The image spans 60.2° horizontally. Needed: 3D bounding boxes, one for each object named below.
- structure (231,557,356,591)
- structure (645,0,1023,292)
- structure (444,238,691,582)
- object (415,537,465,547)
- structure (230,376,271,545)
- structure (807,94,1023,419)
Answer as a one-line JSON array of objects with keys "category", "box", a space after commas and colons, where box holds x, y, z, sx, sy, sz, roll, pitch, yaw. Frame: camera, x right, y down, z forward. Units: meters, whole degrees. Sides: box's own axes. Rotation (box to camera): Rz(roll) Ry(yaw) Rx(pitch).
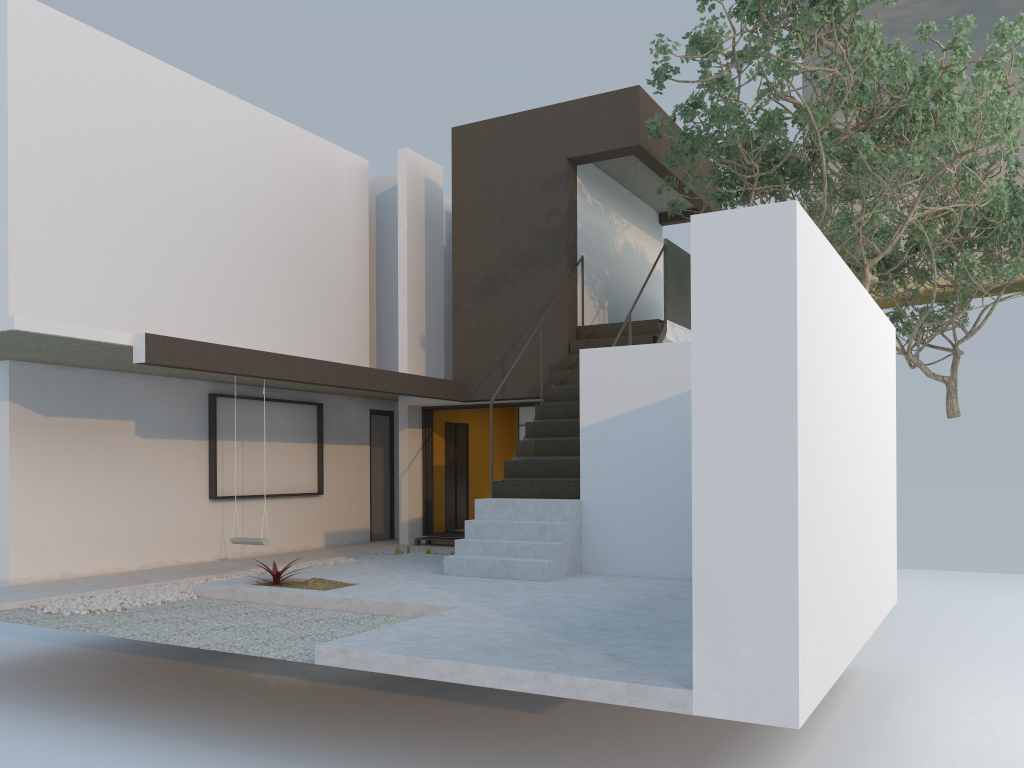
[{"category": "structure", "box": [-2.002, 1.779, 8.159, 1.204, 0.291, 0.748, -3, -6, 29]}, {"category": "structure", "box": [3.625, -2.147, 9.515, 4.335, 3.697, 5.761, -1, -4, 9]}, {"category": "structure", "box": [1.403, 0.153, 11.334, 1.159, 3.942, 6.562, -1, -4, 29]}, {"category": "object", "box": [-1.020, 2.289, 12.807, 0.704, 0.100, 0.350, -3, -6, 29]}, {"category": "structure", "box": [-2.756, 0.757, 9.288, 0.462, 1.866, 0.129, 0, 0, 29]}, {"category": "structure", "box": [7.331, -1.768, 14.992, 5.509, 4.698, 7.322, -1, -4, 9]}]
